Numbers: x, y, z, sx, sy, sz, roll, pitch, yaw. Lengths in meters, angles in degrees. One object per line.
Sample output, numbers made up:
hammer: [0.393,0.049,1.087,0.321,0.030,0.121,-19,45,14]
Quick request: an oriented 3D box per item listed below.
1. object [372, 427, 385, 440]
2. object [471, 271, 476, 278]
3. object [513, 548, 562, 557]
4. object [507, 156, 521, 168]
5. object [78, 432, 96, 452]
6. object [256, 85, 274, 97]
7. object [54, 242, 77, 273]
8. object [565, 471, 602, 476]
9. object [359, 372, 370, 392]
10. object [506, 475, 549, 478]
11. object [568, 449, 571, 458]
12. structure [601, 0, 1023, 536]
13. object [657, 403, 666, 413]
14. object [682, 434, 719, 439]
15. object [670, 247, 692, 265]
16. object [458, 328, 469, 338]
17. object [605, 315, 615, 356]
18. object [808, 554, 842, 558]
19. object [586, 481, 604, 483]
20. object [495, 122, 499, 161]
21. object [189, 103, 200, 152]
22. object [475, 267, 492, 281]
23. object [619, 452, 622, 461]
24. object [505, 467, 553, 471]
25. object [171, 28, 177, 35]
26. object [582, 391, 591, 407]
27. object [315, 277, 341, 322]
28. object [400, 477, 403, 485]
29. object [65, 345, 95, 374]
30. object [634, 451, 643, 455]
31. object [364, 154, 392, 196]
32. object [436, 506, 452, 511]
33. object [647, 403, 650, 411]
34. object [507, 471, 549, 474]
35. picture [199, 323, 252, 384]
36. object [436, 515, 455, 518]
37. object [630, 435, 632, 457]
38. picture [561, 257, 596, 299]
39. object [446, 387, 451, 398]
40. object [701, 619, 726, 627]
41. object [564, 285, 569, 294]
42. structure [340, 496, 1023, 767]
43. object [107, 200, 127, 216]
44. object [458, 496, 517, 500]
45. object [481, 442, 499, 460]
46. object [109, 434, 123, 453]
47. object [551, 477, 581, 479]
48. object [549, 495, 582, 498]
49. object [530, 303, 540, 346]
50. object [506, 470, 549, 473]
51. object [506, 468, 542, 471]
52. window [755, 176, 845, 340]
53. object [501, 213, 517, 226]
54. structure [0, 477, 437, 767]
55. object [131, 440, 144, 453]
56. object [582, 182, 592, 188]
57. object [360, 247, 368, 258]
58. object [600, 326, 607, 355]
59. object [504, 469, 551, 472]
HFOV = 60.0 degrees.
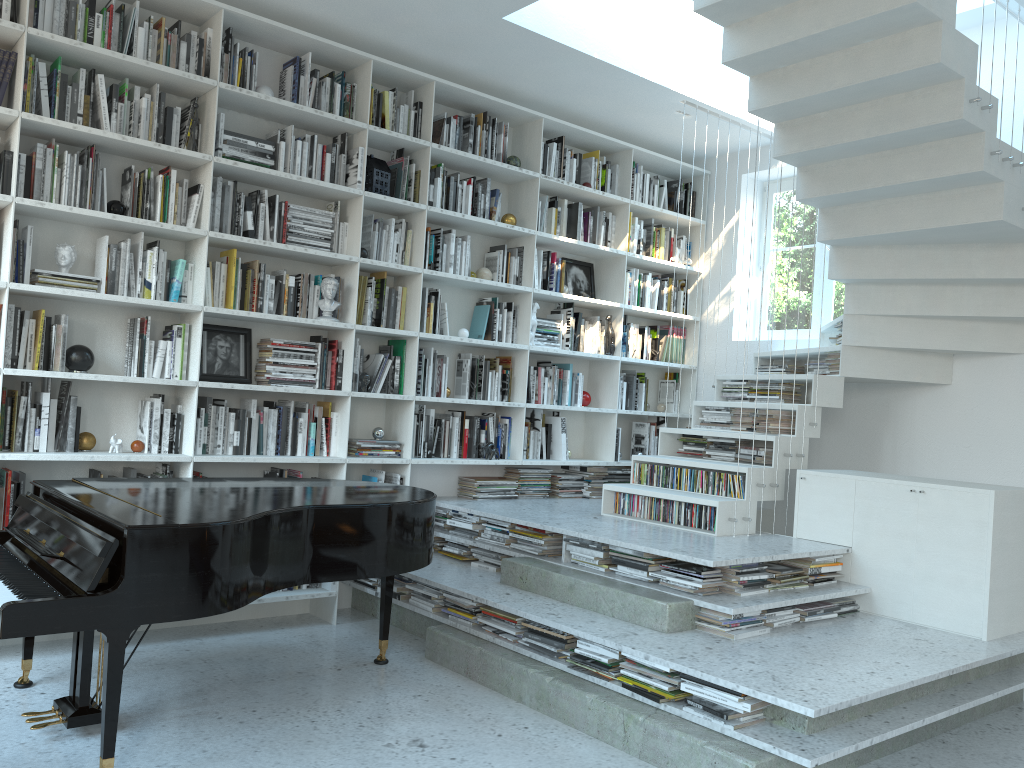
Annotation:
object: [-0.768,0.284,5.091,0.071,0.072,0.071,3,-1,10]
object: [-0.257,-0.673,5.565,0.068,0.068,0.068,3,-1,28]
object: [0.148,0.900,4.777,0.145,0.010,0.266,5,-2,-43]
object: [0.006,-1.407,5.670,0.104,0.105,0.104,3,-1,10]
object: [-2.015,0.272,4.189,0.091,0.092,0.091,3,-1,28]
object: [-1.305,-1.516,4.661,0.104,0.106,0.105,3,-1,28]
object: [-2.075,-0.585,4.121,0.095,0.157,0.121,4,-1,-26]
object: [0.527,0.628,6.249,0.144,0.004,0.295,5,-2,-41]
object: [-0.823,-0.009,4.957,0.054,0.113,0.079,4,-1,-41]
object: [0.100,0.618,5.953,0.254,0.006,0.161,5,-2,-39]
object: [0.377,0.485,6.157,0.071,0.072,0.071,3,-1,10]
structure: [1.450,-0.560,4.676,2.615,3.381,1.953,4,-1,-39]
object: [1.146,0.185,6.804,0.071,0.072,0.071,3,-1,10]
object: [1.177,0.324,5.523,0.161,0.025,0.174,5,-2,-35]
object: [1.260,-0.951,6.664,0.204,0.137,0.095,4,-1,-23]
object: [-0.303,-0.310,5.513,0.071,0.072,0.071,3,-1,10]
object: [0.684,-0.335,6.198,0.087,0.288,0.075,4,-1,-4]
object: [1.486,0.828,4.419,0.284,0.030,0.177,5,-2,-39]
object: [0.532,0.682,6.254,0.134,0.015,0.199,5,-2,-39]
object: [-0.138,-1.513,5.675,0.006,0.297,0.129,4,-1,-39]
object: [-1.550,-1.246,4.344,0.075,0.254,0.075,3,-1,30]
object: [-0.182,-0.687,5.656,0.111,0.113,0.112,3,-1,28]
object: [0.750,0.514,6.336,0.071,0.072,0.071,3,-1,10]
object: [0.112,0.569,5.947,0.285,0.005,0.159,5,-2,-34]
object: [-1.698,-1.619,4.394,0.010,0.246,0.157,4,-1,-39]
object: [0.496,0.106,6.211,0.115,0.116,0.115,3,-1,28]
object: [-1.001,-0.456,4.827,0.138,0.244,0.137,3,-1,16]
object: [-0.683,0.673,5.200,0.011,0.260,0.142,4,-1,-39]
object: [-2.027,-0.117,4.151,0.133,0.135,0.134,3,-1,10]
object: [0.927,0.529,6.482,0.071,0.072,0.071,3,-1,10]
object: [-0.781,-1.176,5.062,0.135,0.248,0.135,3,-1,41]
object: [-0.395,0.754,5.468,0.131,0.024,0.290,5,-2,-37]
object: [0.996,0.171,6.628,0.071,0.072,0.071,3,-1,10]
object: [0.104,0.591,5.956,0.254,0.006,0.161,5,-2,-39]
picture: [-1.516,-0.157,4.661,0.300,0.299,0.077,5,-1,-39]
object: [-0.401,0.806,5.464,0.135,0.011,0.221,5,-2,-35]
object: [0.922,0.450,6.576,0.008,0.232,0.101,4,-1,-39]
picture: [0.471,-0.725,6.266,0.300,0.299,0.077,5,-1,-39]
object: [-0.415,0.051,5.480,0.071,0.072,0.071,3,-1,10]
object: [0.934,1.023,3.837,0.204,0.004,0.140,5,-2,-36]
object: [0.342,-0.634,6.052,0.091,0.092,0.091,3,-1,10]
structure: [0.996,1.115,4.861,2.900,0.659,3.112,5,-2,-39]
object: [-1.885,-0.825,4.216,0.097,0.098,0.097,3,-1,10]
object: [-0.159,0.733,5.730,0.346,0.007,0.193,5,-2,-44]
object: [-0.134,0.417,5.526,0.064,0.114,0.160,3,-1,38]
object: [-1.881,0.281,4.214,0.060,0.095,0.078,4,-1,-23]
object: [0.386,0.648,6.191,0.328,0.008,0.207,5,-2,-39]
object: [0.379,0.778,6.189,0.328,0.008,0.207,5,-2,-39]
object: [0.131,-0.383,5.719,0.087,0.288,0.075,4,-1,-4]
object: [0.104,0.585,5.956,0.254,0.006,0.161,5,-2,-39]
object: [0.106,0.575,5.954,0.254,0.006,0.161,5,-2,-38]
window: [2.206,-0.899,6.239,0.042,1.226,1.117,4,-1,-39]
object: [-0.021,-1.039,5.670,0.100,0.101,0.100,3,-1,28]
structure: [-1.085,0.856,3.540,1.919,0.832,1.334,5,-2,-39]
object: [-1.816,0.303,4.299,0.061,0.062,0.061,3,-1,10]
object: [0.511,-1.348,6.085,0.071,0.072,0.071,3,-1,10]
object: [-0.846,-0.732,4.989,0.071,0.072,0.071,3,-1,10]
object: [0.595,-0.302,6.305,0.022,0.211,0.179,4,-1,-39]
object: [0.104,0.580,5.956,0.285,0.005,0.159,5,-2,-39]
